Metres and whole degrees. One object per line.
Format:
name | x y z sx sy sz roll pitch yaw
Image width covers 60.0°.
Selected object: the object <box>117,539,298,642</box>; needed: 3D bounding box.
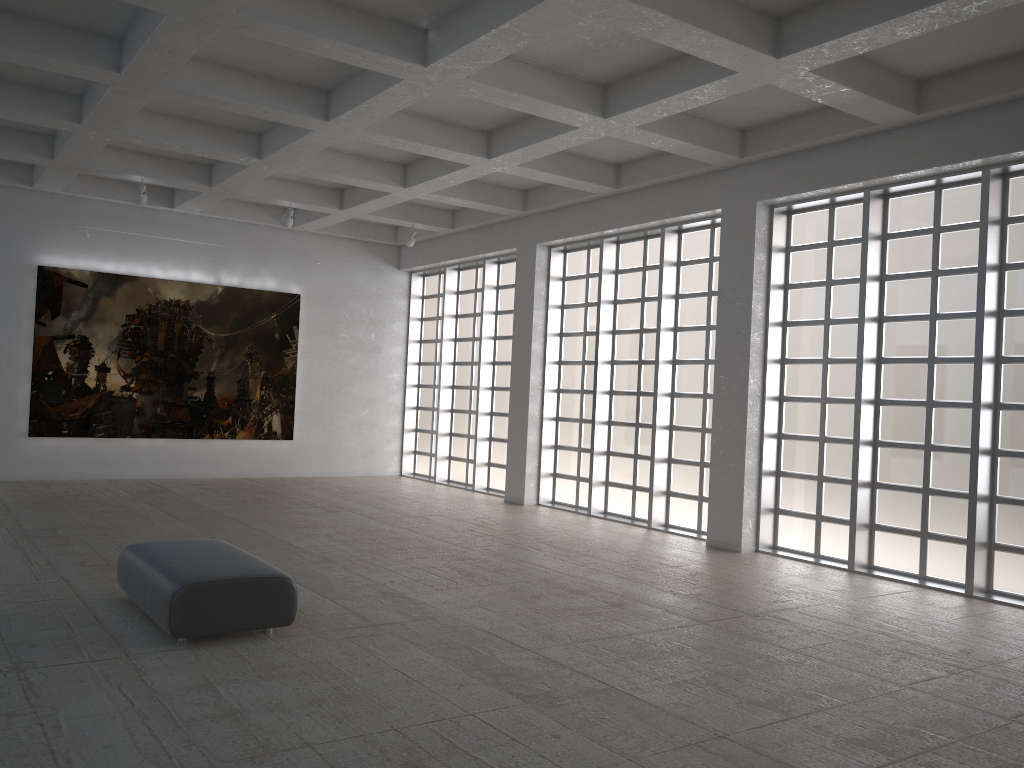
object | -4.234 2.731 12.092 1.616 0.828 3.044 3 -1 -35
